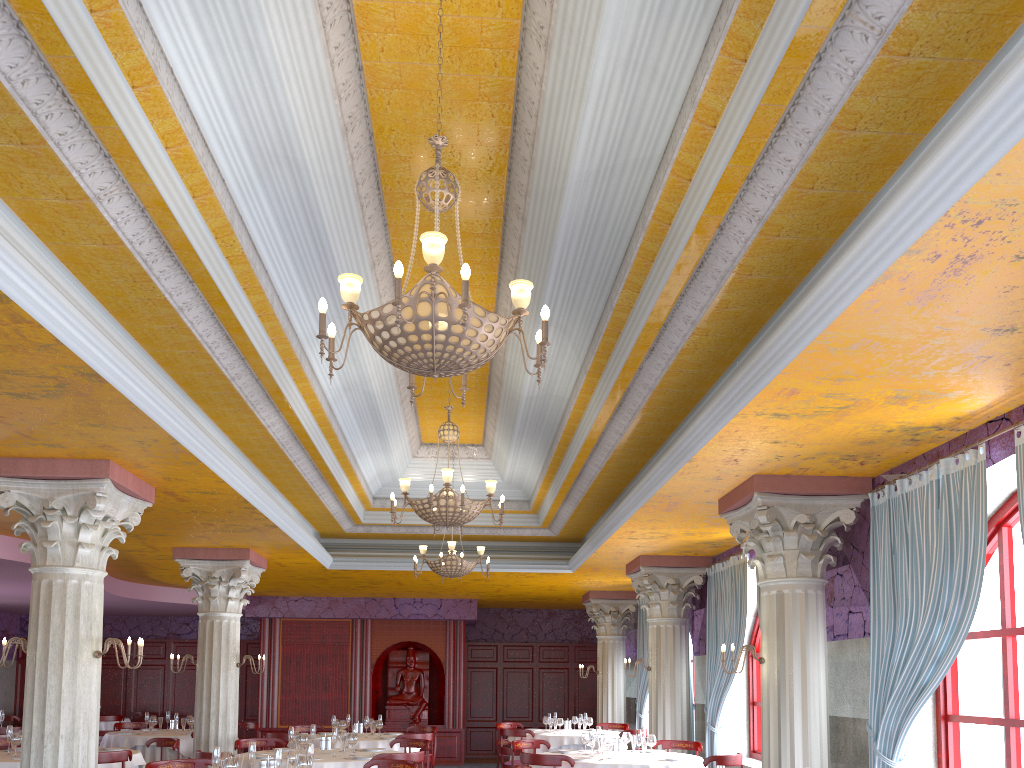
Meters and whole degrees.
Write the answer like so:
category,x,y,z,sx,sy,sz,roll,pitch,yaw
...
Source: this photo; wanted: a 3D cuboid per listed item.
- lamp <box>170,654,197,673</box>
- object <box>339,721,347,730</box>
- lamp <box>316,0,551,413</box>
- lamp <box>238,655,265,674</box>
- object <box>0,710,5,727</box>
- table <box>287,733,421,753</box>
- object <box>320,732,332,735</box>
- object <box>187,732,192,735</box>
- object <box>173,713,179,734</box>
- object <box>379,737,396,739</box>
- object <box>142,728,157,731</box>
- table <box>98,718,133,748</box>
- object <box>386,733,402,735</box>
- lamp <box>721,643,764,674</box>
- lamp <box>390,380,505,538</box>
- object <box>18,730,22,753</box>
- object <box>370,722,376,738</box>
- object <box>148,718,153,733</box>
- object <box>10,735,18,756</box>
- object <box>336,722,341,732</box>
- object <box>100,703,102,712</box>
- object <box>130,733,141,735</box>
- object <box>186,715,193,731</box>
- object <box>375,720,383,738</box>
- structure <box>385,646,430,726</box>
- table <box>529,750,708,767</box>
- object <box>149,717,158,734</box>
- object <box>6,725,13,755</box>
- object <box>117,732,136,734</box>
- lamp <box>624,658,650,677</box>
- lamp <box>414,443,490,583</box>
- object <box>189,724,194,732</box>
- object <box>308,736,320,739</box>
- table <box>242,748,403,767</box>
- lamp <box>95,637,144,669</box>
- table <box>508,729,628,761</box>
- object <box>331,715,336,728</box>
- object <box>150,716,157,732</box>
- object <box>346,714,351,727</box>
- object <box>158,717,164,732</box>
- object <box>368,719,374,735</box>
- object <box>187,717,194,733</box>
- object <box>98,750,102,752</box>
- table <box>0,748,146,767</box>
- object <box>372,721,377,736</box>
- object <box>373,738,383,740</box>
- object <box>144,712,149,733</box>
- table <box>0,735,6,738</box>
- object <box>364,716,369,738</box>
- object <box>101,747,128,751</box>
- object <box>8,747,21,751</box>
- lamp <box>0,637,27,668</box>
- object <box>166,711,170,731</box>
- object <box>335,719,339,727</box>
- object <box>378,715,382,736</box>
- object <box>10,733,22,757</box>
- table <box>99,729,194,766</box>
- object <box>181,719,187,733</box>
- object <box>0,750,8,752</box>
category,x,y,z,sx,sy,sz,roll,pitch,yaw
lamp,-4.667,3.989,12.212,0.383,0.264,0.355,5,-15,-15
object,-2.573,5.250,13.018,0.122,0.256,0.126,2,-8,-12
lamp,-0.353,-1.059,4.096,0.972,2.108,0.978,-6,-10,41
lamp,-3.711,3.996,12.211,0.383,0.264,0.355,5,-15,-15
object,-8.627,5.681,14.488,0.074,0.325,0.076,2,-6,-12
table,-2.427,5.976,13.342,2.079,0.920,2.201,1,-17,-2
object,-2.999,5.666,13.882,0.319,0.023,0.324,-13,-23,34
object,-5.029,5.552,13.599,0.313,0.023,0.330,2,-19,-3
object,-5.404,5.461,13.788,0.074,0.325,0.075,-3,-6,33
object,-1.846,5.323,12.873,0.313,0.023,0.330,2,-19,-3
object,-6.182,5.895,14.607,0.313,0.023,0.330,2,-19,-3
table,-9.452,7.789,18.694,2.079,0.920,2.201,1,-17,-2
object,-1.917,5.698,13.952,0.316,0.023,0.327,8,-21,-22
lamp,2.107,2.535,7.892,0.383,0.264,0.355,5,-15,-15
lamp,-0.594,0.327,8.079,0.972,2.108,0.978,-6,-10,41
object,-5.718,4.182,10.020,0.122,0.256,0.126,-1,-8,10
object,-2.142,5.315,13.159,0.086,0.230,0.088,-2,-7,21
object,-5.832,5.522,13.833,0.086,0.230,0.088,3,-7,-23
object,-5.575,4.046,9.589,0.086,0.230,0.088,3,-7,-23
object,-2.648,5.293,13.107,0.086,0.230,0.088,3,-7,-23
object,-9.118,7.229,18.942,0.074,0.325,0.076,2,-6,-12
object,-5.931,5.484,13.417,0.056,0.019,0.264,-16,-25,42
object,-5.453,5.738,14.481,0.122,0.256,0.126,-1,-8,10
object,-2.052,5.329,13.236,0.122,0.256,0.126,2,-8,-12
structure,-2.338,6.732,19.050,0.965,1.790,0.662,1,-6,-3
table,1.252,4.877,10.109,2.079,0.920,2.201,1,-17,-2
object,-5.756,5.479,13.744,0.122,0.256,0.126,-1,-8,10
object,-5.677,4.025,9.672,0.074,0.325,0.075,-3,-6,33
object,-6.111,5.520,13.529,0.313,0.023,0.330,2,-19,-3
lamp,1.823,4.172,12.598,0.383,0.264,0.355,5,-15,-15
lamp,-0.831,1.690,11.998,0.972,2.108,0.978,-6,-10,41
object,-5.378,5.720,14.390,0.087,0.230,0.087,-6,-9,44
object,-2.928,5.291,12.803,0.313,0.023,0.330,2,-19,-3
table,-2.227,4.827,10.039,2.079,0.920,2.201,1,-17,-2
lamp,-3.423,2.342,7.458,0.383,0.264,0.355,5,-15,-15
table,0.964,6.534,14.871,2.079,0.920,2.201,1,-17,-2
object,-2.750,5.273,13.190,0.074,0.325,0.075,-3,-6,33
object,-5.974,5.658,14.264,0.122,0.256,0.126,-1,-8,10
object,-2.622,5.457,13.717,0.074,0.325,0.075,-3,-6,33
object,-5.885,5.698,14.338,0.086,0.230,0.088,3,-7,-23
object,-2.270,5.509,13.755,0.122,0.256,0.126,2,-8,-12
object,-5.235,5.558,13.961,0.122,0.256,0.126,2,-8,-12
object,-4.950,4.397,10.262,0.030,0.010,0.142,17,-25,-42
table,-5.354,4.729,9.823,2.079,0.920,2.201,1,-17,-2
object,-2.195,5.491,13.665,0.086,0.230,0.088,1,-7,-1
object,-1.984,5.285,12.750,0.237,0.013,0.028,-17,-24,40
object,-5.933,5.502,13.916,0.074,0.325,0.075,-3,-6,33
table,-8.962,6.241,14.240,2.079,0.920,2.201,1,-17,-2
object,-2.221,5.232,13.062,0.074,0.325,0.075,-3,-6,33
object,-4.844,4.451,10.434,0.313,0.023,0.330,2,-19,-3
object,-5.925,4.418,10.364,0.313,0.023,0.330,2,-19,-3
lamp,-4.383,2.352,7.505,0.383,0.264,0.355,5,-15,-15
object,-5.805,5.686,14.443,0.074,0.325,0.075,-3,-6,33
object,-2.791,5.429,13.538,0.122,0.256,0.126,2,-8,-12
object,-2.093,5.417,13.589,0.074,0.325,0.075,-3,-6,33
object,-5.500,4.002,9.500,0.122,0.256,0.126,-1,-8,10
table,-5.610,6.205,14.067,2.079,0.920,2.201,1,-17,-2
object,-5.325,5.544,13.885,0.086,0.230,0.088,-2,-7,21
object,-6.038,4.357,10.184,0.056,0.019,0.264,16,-24,-40
